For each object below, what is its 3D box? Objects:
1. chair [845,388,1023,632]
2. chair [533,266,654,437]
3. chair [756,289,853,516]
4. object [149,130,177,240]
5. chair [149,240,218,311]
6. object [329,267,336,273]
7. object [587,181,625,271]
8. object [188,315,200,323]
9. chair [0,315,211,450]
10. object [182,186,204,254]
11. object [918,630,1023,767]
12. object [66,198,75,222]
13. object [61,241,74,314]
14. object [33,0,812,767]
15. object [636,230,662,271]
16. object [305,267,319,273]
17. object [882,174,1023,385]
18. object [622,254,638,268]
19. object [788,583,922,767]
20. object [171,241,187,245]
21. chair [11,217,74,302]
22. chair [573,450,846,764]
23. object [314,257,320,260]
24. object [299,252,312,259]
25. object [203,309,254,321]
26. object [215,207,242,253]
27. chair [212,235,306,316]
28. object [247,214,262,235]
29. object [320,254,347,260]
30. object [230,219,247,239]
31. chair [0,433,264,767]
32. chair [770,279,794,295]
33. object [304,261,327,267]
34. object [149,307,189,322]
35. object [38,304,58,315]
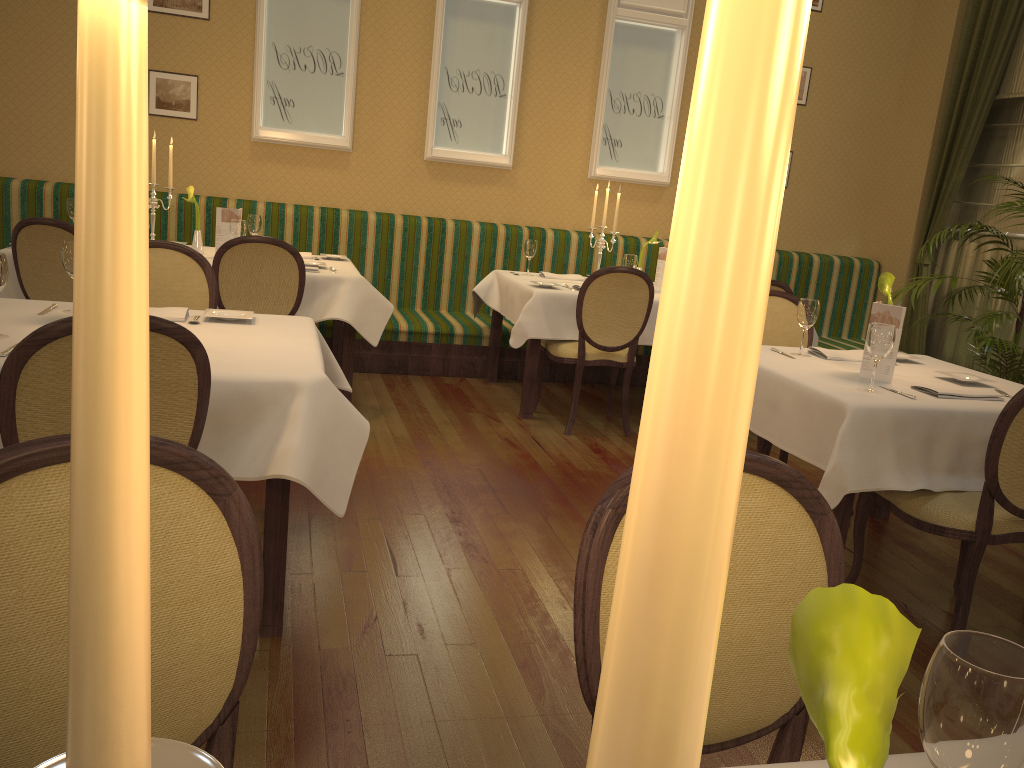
[{"bbox_3d":[1.525,0.367,2.893,0.530,0.955,0.571,3,13,-15],"label":"chair"},{"bbox_3d":[0.471,-0.223,5.056,0.530,0.955,0.571,3,13,-15],"label":"chair"},{"bbox_3d":[1.271,0.078,4.075,0.530,0.955,0.571,3,13,-15],"label":"chair"},{"bbox_3d":[-1.959,-1.054,4.845,0.131,0.655,0.390,6,12,-1],"label":"object"},{"bbox_3d":[-1.323,-0.040,3.375,0.530,0.955,0.571,0,14,-25],"label":"chair"},{"bbox_3d":[-0.974,-0.620,4.826,0.038,0.015,0.181,3,13,-14],"label":"object"},{"bbox_3d":[0.566,-0.940,5.536,0.131,0.655,0.390,4,13,-9],"label":"object"},{"bbox_3d":[-1.061,-0.220,2.978,0.038,0.015,0.181,3,13,-14],"label":"object"},{"bbox_3d":[-1.048,0.250,2.195,0.530,0.955,0.571,-3,15,-35],"label":"chair"},{"bbox_3d":[-1.761,-0.908,4.915,0.076,0.375,0.163,7,12,6],"label":"object"},{"bbox_3d":[0.363,0.320,0.714,0.088,0.229,0.088,14,15,32],"label":"object"},{"bbox_3d":[-2.488,-0.939,5.046,0.088,0.229,0.088,14,15,32],"label":"object"},{"bbox_3d":[-1.415,-0.347,2.883,0.088,0.229,0.088,12,14,26],"label":"object"},{"bbox_3d":[0.014,0.182,0.198,0.390,0.655,0.131,10,13,18],"label":"object"},{"bbox_3d":[0.860,-0.804,5.691,0.163,0.375,0.076,-1,14,-28],"label":"object"},{"bbox_3d":[-1.171,-0.620,4.718,0.273,0.024,0.142,3,13,-15],"label":"object"},{"bbox_3d":[3.052,-0.391,5.099,1.552,1.807,1.496,-2,15,-34],"label":"object"},{"bbox_3d":[0.693,-0.654,5.272,0.088,0.229,0.088,14,15,32],"label":"object"},{"bbox_3d":[0.146,0.290,0.410,0.076,0.375,0.163,7,12,6],"label":"object"},{"bbox_3d":[-2.007,-0.823,5.234,0.160,0.024,0.160,3,13,-15],"label":"object"},{"bbox_3d":[-2.103,-0.339,4.352,0.530,0.955,0.571,8,13,9],"label":"chair"},{"bbox_3d":[0.331,0.622,1.170,0.530,0.955,0.571,3,13,-15],"label":"chair"},{"bbox_3d":[-1.187,-0.768,5.392,0.038,0.015,0.181,3,13,-14],"label":"object"},{"bbox_3d":[-1.351,-0.785,5.362,0.273,0.033,0.142,3,13,-15],"label":"object"},{"bbox_3d":[-0.973,-0.230,3.047,0.160,0.024,0.160,3,13,-15],"label":"object"},{"bbox_3d":[-1.547,-0.834,4.919,0.081,0.277,0.166,15,15,35],"label":"object"},{"bbox_3d":[-1.319,-0.304,4.570,0.530,0.955,0.571,3,13,-15],"label":"chair"},{"bbox_3d":[-1.541,-0.895,5.297,0.088,0.229,0.088,12,14,26],"label":"object"},{"bbox_3d":[-1.099,-0.778,5.461,0.160,0.024,0.160,3,13,-15],"label":"object"},{"bbox_3d":[-1.453,-0.753,4.700,0.088,0.229,0.088,14,15,32],"label":"object"},{"bbox_3d":[-0.397,0.587,0.983,0.530,0.955,0.571,-4,16,-39],"label":"chair"},{"bbox_3d":[1.291,-0.178,5.245,0.530,0.955,0.571,3,13,-15],"label":"chair"},{"bbox_3d":[-1.115,-0.660,4.923,0.160,0.024,0.160,3,13,-15],"label":"object"},{"bbox_3d":[-1.225,-0.238,2.948,0.273,0.033,0.142,3,13,-15],"label":"object"},{"bbox_3d":[-1.505,-0.243,2.877,0.017,0.010,0.185,3,13,-14],"label":"object"}]
